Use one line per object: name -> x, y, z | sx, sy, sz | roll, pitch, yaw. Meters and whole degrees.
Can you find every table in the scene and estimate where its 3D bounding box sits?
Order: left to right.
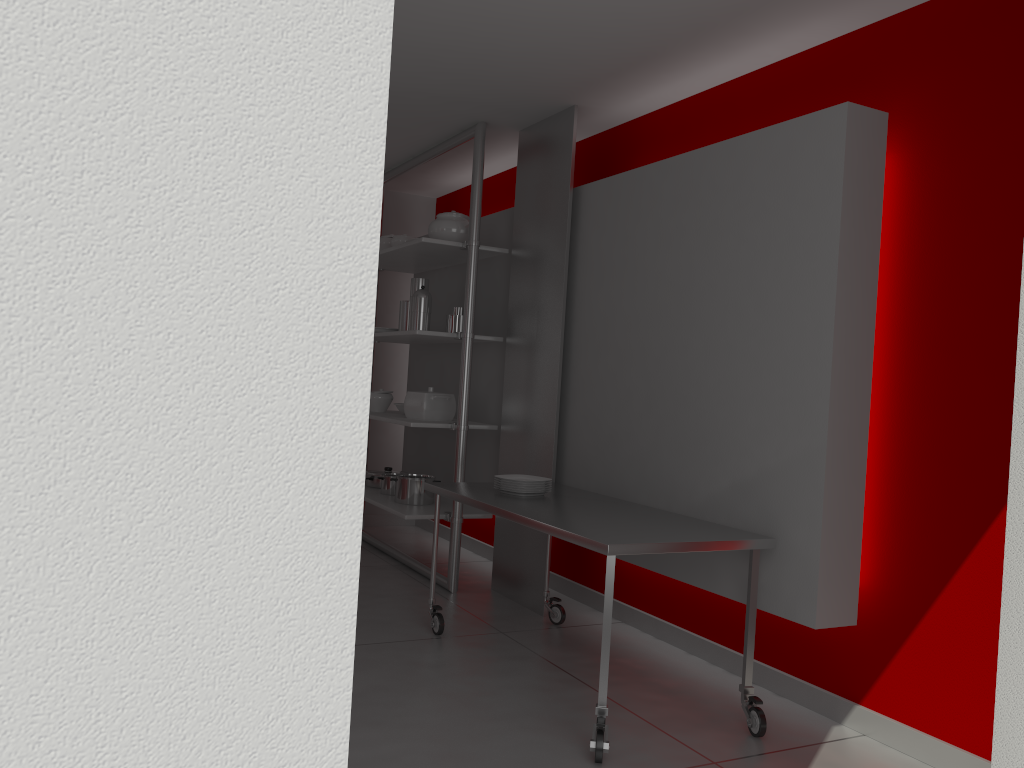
table -> 0.254, 0.845, 3.626 | 0.749, 0.682, 1.627 | 3, 0, -26

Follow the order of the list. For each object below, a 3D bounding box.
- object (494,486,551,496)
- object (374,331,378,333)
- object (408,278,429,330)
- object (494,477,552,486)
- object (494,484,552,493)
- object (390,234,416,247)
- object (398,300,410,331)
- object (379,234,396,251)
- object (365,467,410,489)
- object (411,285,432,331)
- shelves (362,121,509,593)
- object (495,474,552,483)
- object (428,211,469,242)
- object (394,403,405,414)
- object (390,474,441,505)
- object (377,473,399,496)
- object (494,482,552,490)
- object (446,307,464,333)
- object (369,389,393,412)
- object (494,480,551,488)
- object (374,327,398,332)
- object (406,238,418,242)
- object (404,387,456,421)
object -> 0.047, 0.480, 3.972 | 0.228, 0.020, 0.228 | 4, 0, 44
object -> -0.815, -0.323, 5.734 | 0.280, 0.015, 0.280 | 4, 0, 2
object -> -0.560, -0.465, 5.318 | 0.110, 0.329, 0.109 | 3, 0, -30
object -> 0.049, 0.440, 3.972 | 0.228, 0.020, 0.228 | 4, 0, 44
object -> 0.047, 0.470, 3.972 | 0.228, 0.020, 0.228 | 4, 0, 44
object -> -0.698, -0.897, 5.773 | 0.192, 0.153, 0.192 | 3, 0, -14
object -> -0.619, -0.408, 5.517 | 0.172, 0.205, 0.184 | 3, 0, -22
object -> -0.840, -0.924, 6.044 | 0.231, 0.191, 0.231 | 4, 0, 13
object -> -0.897, 0.634, 6.062 | 0.407, 0.130, 0.308 | 3, 0, -20
object -> -0.524, -0.435, 5.141 | 0.115, 0.274, 0.115 | 3, 0, -35
shelves -> -0.635, -0.172, 5.640 | 0.535, 2.599, 1.735 | 3, 0, -28
object -> 0.050, 0.430, 3.972 | 0.228, 0.020, 0.228 | 4, 0, 44
object -> -0.352, -0.909, 5.235 | 0.287, 0.222, 0.287 | 4, 0, 16
object -> -0.638, 0.169, 5.786 | 0.272, 0.072, 0.272 | 4, 0, 26
object -> -0.587, 0.639, 5.377 | 0.259, 0.161, 0.240 | 3, 0, -45
object -> -0.755, 0.647, 5.723 | 0.182, 0.122, 0.196 | 4, 0, 20
object -> 0.048, 0.460, 3.972 | 0.228, 0.020, 0.228 | 4, 0, 44
object -> -0.319, -0.364, 5.146 | 0.127, 0.157, 0.127 | 3, 0, -17
object -> -0.894, 0.082, 5.965 | 0.192, 0.214, 0.192 | 3, 0, -41
object -> 0.048, 0.450, 3.972 | 0.228, 0.020, 0.228 | 4, 0, 44
object -> -0.815, -0.336, 5.734 | 0.244, 0.042, 0.244 | 3, 0, -43
object -> -0.540, -0.871, 5.518 | 0.200, 0.030, 0.200 | 3, 0, -28
object -> -0.491, 0.117, 5.316 | 0.235, 0.197, 0.282 | 3, 0, -38
